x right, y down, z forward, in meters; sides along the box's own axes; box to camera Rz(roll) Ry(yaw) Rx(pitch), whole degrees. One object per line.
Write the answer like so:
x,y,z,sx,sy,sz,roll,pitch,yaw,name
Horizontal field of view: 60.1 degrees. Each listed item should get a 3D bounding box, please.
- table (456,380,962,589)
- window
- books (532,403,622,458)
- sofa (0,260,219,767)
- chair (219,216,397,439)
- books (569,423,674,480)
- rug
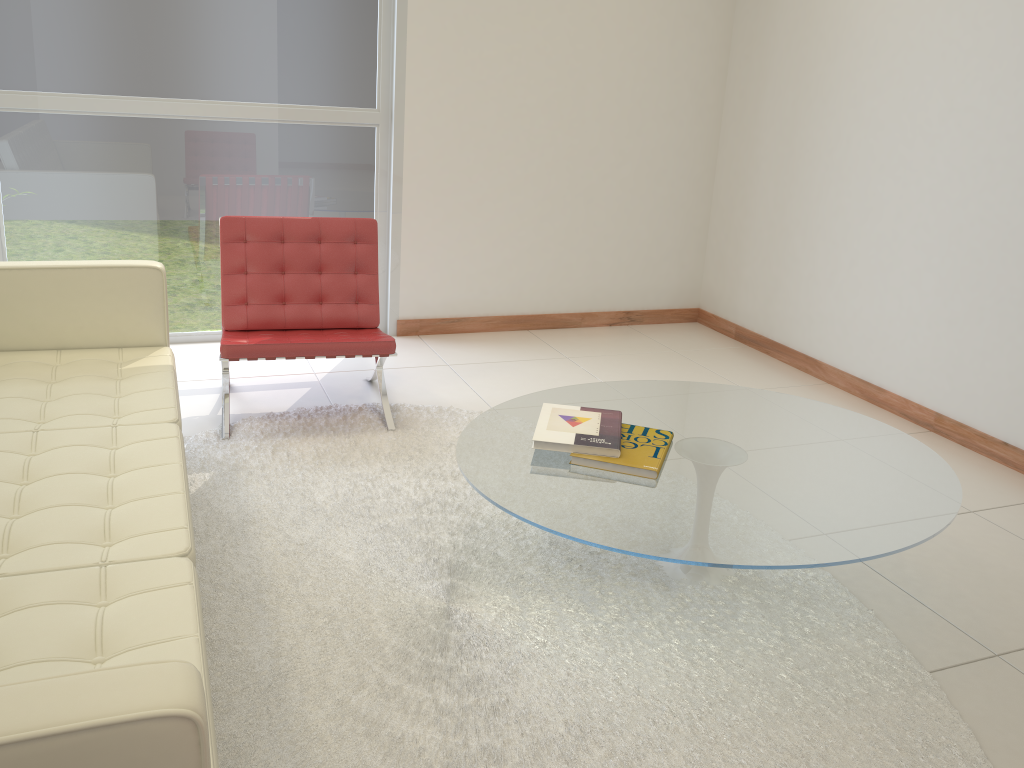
0.577,0.395,2.753,1.539,0.398,1.340,-4,20,-23,table
-2.193,-1.465,4.217,3.436,2.673,0.123,-4,17,-22,window
0.206,0.137,2.703,0.256,0.026,0.329,6,19,6,books
-1.279,0.244,2.041,1.002,0.908,2.604,-3,19,-22,sofa
-0.904,-0.282,3.863,0.700,0.804,0.717,-2,18,-17,chair
0.335,0.189,2.653,0.256,0.026,0.328,9,19,16,books
-0.181,0.635,2.517,2.445,0.004,3.379,-3,20,-20,rug
